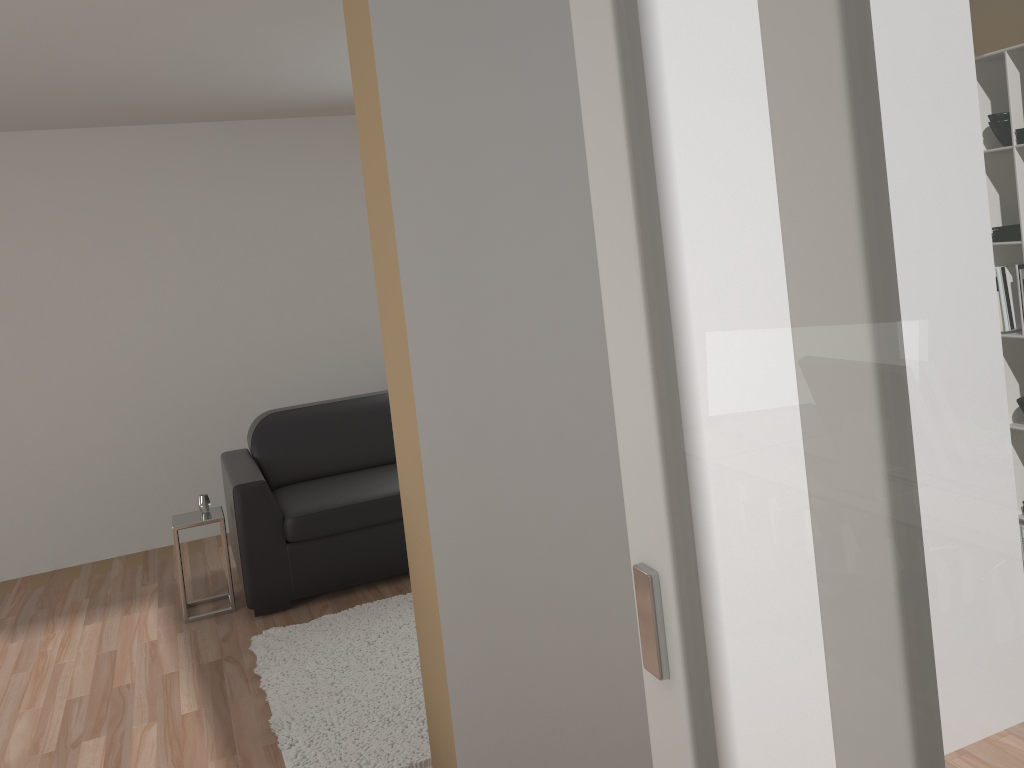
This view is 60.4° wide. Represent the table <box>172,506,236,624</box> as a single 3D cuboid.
[{"bbox_3d":[-1.523,0.884,4.348,0.240,0.467,0.227,-8,3,-21],"label":"table"}]

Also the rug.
[{"bbox_3d":[0.004,1.040,3.643,2.036,0.045,1.456,-10,9,-21],"label":"rug"}]

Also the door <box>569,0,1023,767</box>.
[{"bbox_3d":[0.391,0.129,0.775,0.060,2.634,1.188,-7,3,-21],"label":"door"}]

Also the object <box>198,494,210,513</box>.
[{"bbox_3d":[-1.538,0.597,4.398,0.057,0.086,0.058,-3,5,39],"label":"object"}]

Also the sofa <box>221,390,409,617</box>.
[{"bbox_3d":[-0.408,0.474,4.942,2.271,0.830,0.955,-10,6,-21],"label":"sofa"}]
